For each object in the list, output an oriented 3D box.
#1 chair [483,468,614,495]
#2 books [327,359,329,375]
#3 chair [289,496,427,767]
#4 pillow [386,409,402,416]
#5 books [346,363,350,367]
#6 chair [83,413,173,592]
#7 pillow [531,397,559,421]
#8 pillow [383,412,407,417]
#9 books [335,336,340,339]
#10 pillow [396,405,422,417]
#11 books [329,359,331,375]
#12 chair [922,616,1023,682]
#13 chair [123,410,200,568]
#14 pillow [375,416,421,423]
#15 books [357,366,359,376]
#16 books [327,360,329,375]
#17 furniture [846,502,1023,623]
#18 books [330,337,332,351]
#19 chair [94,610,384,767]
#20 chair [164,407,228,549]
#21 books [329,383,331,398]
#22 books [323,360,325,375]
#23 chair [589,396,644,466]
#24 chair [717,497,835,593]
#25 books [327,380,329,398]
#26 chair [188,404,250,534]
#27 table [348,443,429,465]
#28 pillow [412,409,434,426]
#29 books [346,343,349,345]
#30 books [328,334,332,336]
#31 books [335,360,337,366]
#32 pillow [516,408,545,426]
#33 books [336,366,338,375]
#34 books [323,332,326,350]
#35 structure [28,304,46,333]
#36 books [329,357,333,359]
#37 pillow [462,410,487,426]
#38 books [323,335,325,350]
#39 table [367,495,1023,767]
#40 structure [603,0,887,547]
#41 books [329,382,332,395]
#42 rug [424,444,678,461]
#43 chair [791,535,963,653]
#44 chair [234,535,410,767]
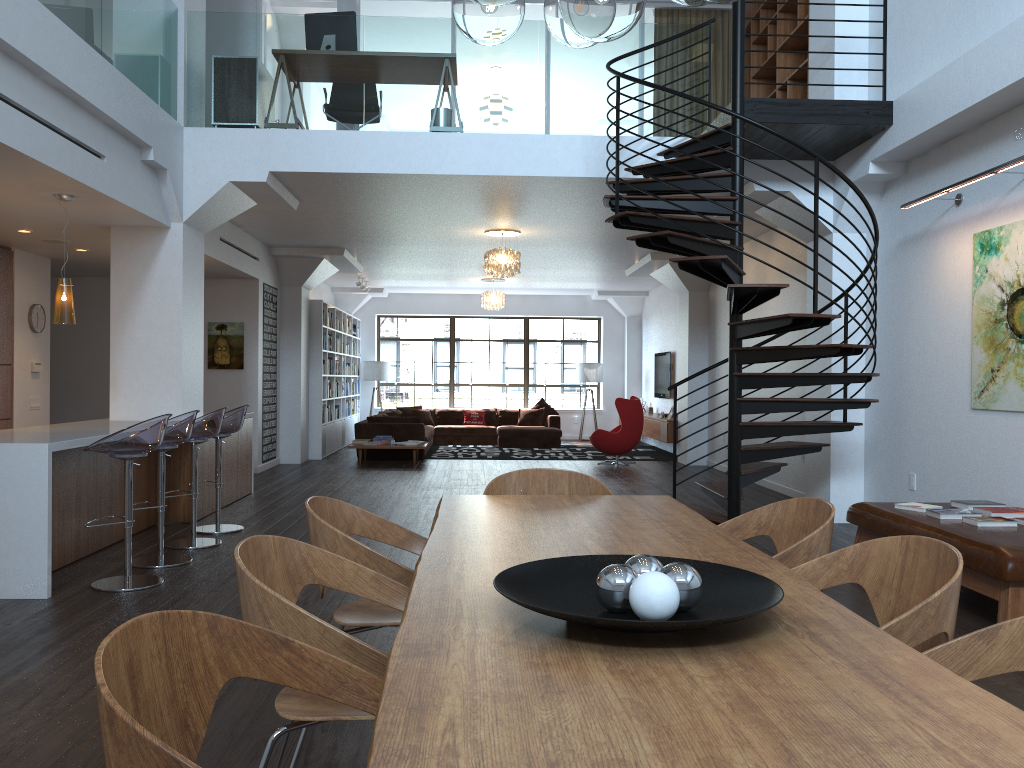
[{"bbox_3d":[0.169,0.802,3.766,0.629,0.833,0.618,0,0,-7],"label":"chair"},{"bbox_3d":[-3.005,-0.270,14.105,0.170,0.245,0.057,0,0,-2],"label":"books"},{"bbox_3d":[-0.401,0.801,2.990,0.618,0.833,0.629,0,0,-4],"label":"chair"},{"bbox_3d":[-1.978,0.643,15.503,0.325,0.391,0.625,1,0,14],"label":"pillow"},{"bbox_3d":[-3.102,-0.276,16.589,0.140,0.231,0.042,0,0,-2],"label":"books"},{"bbox_3d":[-2.279,0.681,5.265,0.481,1.014,0.530,0,0,0],"label":"chair"},{"bbox_3d":[0.558,0.555,17.323,0.651,0.587,0.335,0,0,-24],"label":"pillow"},{"bbox_3d":[-1.809,0.630,14.081,0.559,0.411,0.269,1,0,43],"label":"pillow"},{"bbox_3d":[-3.053,-0.676,15.230,0.176,0.290,0.053,0,0,-2],"label":"books"},{"bbox_3d":[-1.926,0.619,17.125,0.580,0.418,0.334,0,0,-29],"label":"pillow"},{"bbox_3d":[-3.009,-0.274,14.303,0.182,0.253,0.034,0,0,-2],"label":"books"},{"bbox_3d":[0.862,0.819,1.505,0.618,0.833,0.629,0,0,-2],"label":"chair"},{"bbox_3d":[-2.334,0.677,5.896,0.481,1.014,0.530,0,0,-5],"label":"chair"},{"bbox_3d":[-1.760,0.673,13.817,0.750,0.364,0.289,0,0,-3],"label":"pillow"},{"bbox_3d":[-3.158,-0.274,17.746,0.182,0.215,0.188,0,0,-2],"label":"books"},{"bbox_3d":[-3.000,-0.266,14.054,0.174,0.239,0.045,0,0,-2],"label":"books"},{"bbox_3d":[2.738,1.006,5.106,0.907,0.453,1.819,0,0,-2],"label":"furniture"},{"bbox_3d":[-3.016,-0.646,14.396,0.174,0.240,0.054,0,0,-2],"label":"books"},{"bbox_3d":[-0.352,0.810,1.446,0.618,0.833,0.629,0,0,-2],"label":"chair"},{"bbox_3d":[-2.345,0.673,6.533,0.481,1.014,0.530,0,0,-5],"label":"chair"},{"bbox_3d":[-3.019,0.101,14.323,0.171,0.246,0.057,0,0,-2],"label":"books"},{"bbox_3d":[-2.980,-0.260,13.782,0.140,0.231,0.042,0,0,-2],"label":"books"},{"bbox_3d":[1.559,0.678,13.181,0.801,1.006,0.798,1,0,23],"label":"chair"},{"bbox_3d":[0.783,0.809,3.034,0.617,0.830,0.629,0,0,-2],"label":"chair"},{"bbox_3d":[-3.019,0.080,14.197,0.176,0.290,0.053,0,0,-2],"label":"books"},{"bbox_3d":[-2.372,0.670,7.163,0.481,1.014,0.530,0,0,0],"label":"chair"},{"bbox_3d":[-1.800,1.018,13.031,1.100,0.271,0.853,0,0,-2],"label":"table"},{"bbox_3d":[-1.731,0.639,17.037,0.489,0.337,0.238,0,0,-33],"label":"pillow"},{"bbox_3d":[-3.109,-0.654,16.534,0.140,0.231,0.042,0,0,-2],"label":"books"},{"bbox_3d":[-3.039,-0.669,14.510,0.198,0.284,0.049,0,0,-2],"label":"books"},{"bbox_3d":[-3.047,-0.279,14.924,0.183,0.253,0.042,0,0,-2],"label":"books"},{"bbox_3d":[0.359,0.637,17.149,0.542,0.362,0.248,1,0,18],"label":"pillow"},{"bbox_3d":[-3.041,-0.255,15.046,0.161,0.207,0.135,0,0,-3],"label":"books"},{"bbox_3d":[-2.973,-0.667,13.774,0.176,0.290,0.053,0,0,-2],"label":"books"},{"bbox_3d":[-4.951,-0.684,9.247,0.040,0.300,0.300,0,0,-2],"label":"structure"},{"bbox_3d":[-3.024,-0.294,14.539,0.176,0.294,0.102,0,0,-2],"label":"books"},{"bbox_3d":[-0.728,0.663,17.222,0.465,0.308,0.220,0,0,-6],"label":"pillow"},{"bbox_3d":[-2.971,-0.639,13.613,0.172,0.235,0.112,0,0,-2],"label":"books"},{"bbox_3d":[0.254,0.854,1.843,1.012,0.750,3.803,0,0,-2],"label":"table"},{"bbox_3d":[1.681,-0.960,6.640,1.998,4.352,1.998,0,0,-42],"label":"structure"},{"bbox_3d":[-3.024,0.097,14.406,0.183,0.253,0.034,0,0,-2],"label":"books"},{"bbox_3d":[0.611,1.159,15.165,4.200,0.007,3.100,0,0,-1],"label":"rug"},{"bbox_3d":[0.810,0.815,2.267,0.618,0.833,0.629,0,0,-1],"label":"chair"},{"bbox_3d":[-0.385,0.805,2.209,0.618,0.833,0.629,0,0,-2],"label":"chair"}]
